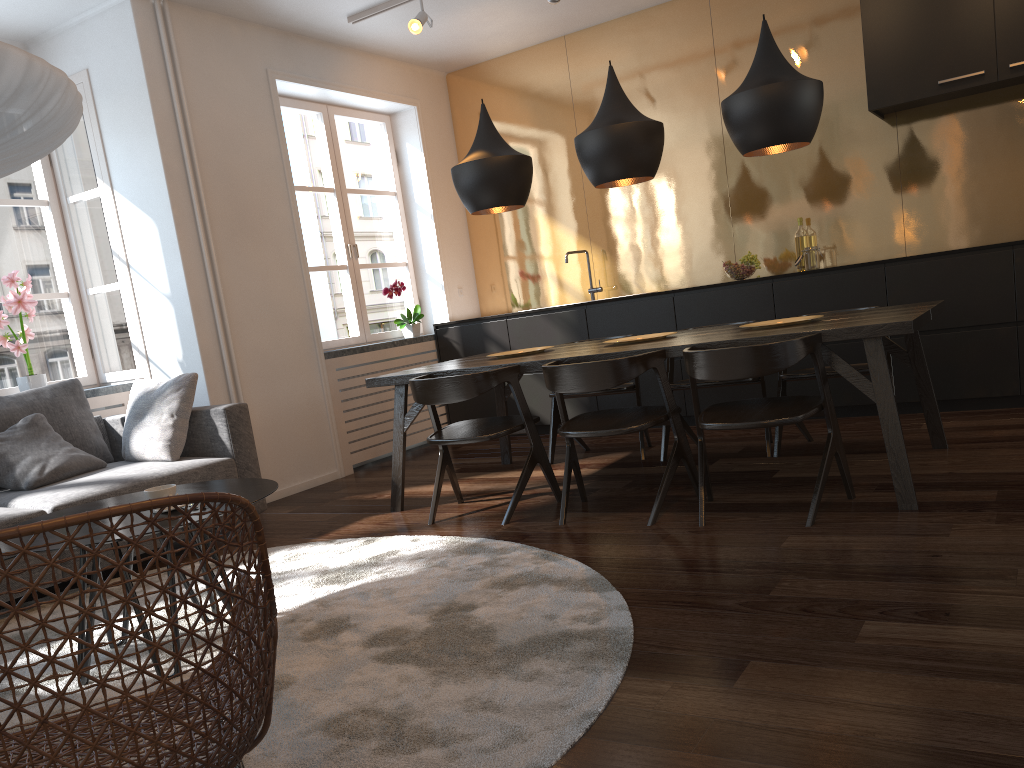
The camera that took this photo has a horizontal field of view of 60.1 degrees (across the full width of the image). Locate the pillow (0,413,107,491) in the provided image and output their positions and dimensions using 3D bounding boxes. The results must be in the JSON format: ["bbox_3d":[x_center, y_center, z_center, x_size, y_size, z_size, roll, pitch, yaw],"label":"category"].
[{"bbox_3d":[-2.244,0.312,4.097,0.445,0.324,0.486,-7,6,14],"label":"pillow"}]

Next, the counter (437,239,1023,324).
[{"bbox_3d":[1.737,-0.699,5.593,5.071,0.002,0.724,-5,6,32],"label":"counter"}]

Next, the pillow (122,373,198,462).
[{"bbox_3d":[-1.795,0.178,4.415,0.495,0.419,0.283,-4,8,31],"label":"pillow"}]

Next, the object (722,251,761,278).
[{"bbox_3d":[1.452,-0.747,5.599,0.240,0.175,0.176,-6,7,17],"label":"object"}]

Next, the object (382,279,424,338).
[{"bbox_3d":[-0.780,-0.556,6.491,0.230,0.441,0.401,-7,7,8],"label":"object"}]

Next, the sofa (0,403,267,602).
[{"bbox_3d":[-2.058,0.622,3.188,2.044,0.678,3.033,-5,6,32],"label":"sofa"}]

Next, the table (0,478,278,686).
[{"bbox_3d":[-1.114,0.621,2.748,0.849,0.477,0.837,-4,7,34],"label":"table"}]

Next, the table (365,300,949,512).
[{"bbox_3d":[0.655,0.134,4.234,2.506,0.686,1.094,-5,7,32],"label":"table"}]

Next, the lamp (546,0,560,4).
[{"bbox_3d":[0.242,-2.190,4.736,0.085,0.241,0.250,-11,7,-17],"label":"lamp"}]

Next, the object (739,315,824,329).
[{"bbox_3d":[1.177,-0.267,3.867,0.356,0.017,0.352,-5,6,35],"label":"object"}]

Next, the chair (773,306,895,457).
[{"bbox_3d":[1.618,-0.015,4.400,0.594,0.678,0.513,-4,9,31],"label":"chair"}]

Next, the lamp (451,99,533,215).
[{"bbox_3d":[-0.110,-1.143,4.418,0.408,0.547,0.409,-12,8,-24],"label":"lamp"}]

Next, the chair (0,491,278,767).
[{"bbox_3d":[-0.773,0.540,1.566,0.714,0.717,0.683,-11,8,-25],"label":"chair"}]

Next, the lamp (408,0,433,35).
[{"bbox_3d":[-0.529,-2.103,5.053,0.085,0.242,0.248,-5,7,19],"label":"lamp"}]

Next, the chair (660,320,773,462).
[{"bbox_3d":[1.102,0.033,4.722,0.594,0.678,0.513,-4,8,30],"label":"chair"}]

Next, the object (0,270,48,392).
[{"bbox_3d":[-2.674,-0.263,4.802,0.298,0.698,0.198,-7,9,11],"label":"object"}]

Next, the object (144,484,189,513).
[{"bbox_3d":[-1.026,0.342,2.622,0.139,0.070,0.090,-3,8,44],"label":"object"}]

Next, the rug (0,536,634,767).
[{"bbox_3d":[-1.066,0.861,2.625,2.842,0.012,2.807,-7,5,12],"label":"rug"}]

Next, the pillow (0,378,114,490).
[{"bbox_3d":[-2.395,0.255,4.316,0.275,0.481,0.827,-3,8,32],"label":"pillow"}]

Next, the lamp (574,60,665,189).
[{"bbox_3d":[0.482,-1.198,4.049,0.411,0.547,0.406,-7,7,8],"label":"lamp"}]

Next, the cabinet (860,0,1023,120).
[{"bbox_3d":[2.904,-2.187,4.639,1.960,1.061,0.525,-5,9,32],"label":"cabinet"}]

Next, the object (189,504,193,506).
[{"bbox_3d":[-0.967,0.357,2.706,0.026,0.010,0.123,-8,5,-2],"label":"object"}]

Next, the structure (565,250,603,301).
[{"bbox_3d":[0.527,-0.780,6.433,0.263,0.389,0.109,-15,11,-41],"label":"structure"}]

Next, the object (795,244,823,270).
[{"bbox_3d":[1.869,-0.795,5.572,0.177,0.153,0.087,-7,8,9],"label":"object"}]

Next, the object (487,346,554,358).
[{"bbox_3d":[0.044,-0.162,4.573,0.356,0.017,0.352,-5,6,35],"label":"object"}]

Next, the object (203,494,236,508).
[{"bbox_3d":[-0.882,0.346,2.663,0.015,0.015,0.166,-6,5,19],"label":"object"}]

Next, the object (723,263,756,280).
[{"bbox_3d":[1.455,-0.710,5.622,0.218,0.098,0.217,-9,6,-11],"label":"object"}]

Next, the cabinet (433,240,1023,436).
[{"bbox_3d":[1.801,-0.254,5.663,5.074,0.909,0.724,-5,8,32],"label":"cabinet"}]

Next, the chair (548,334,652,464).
[{"bbox_3d":[0.514,0.085,5.122,0.594,0.678,0.513,-4,8,28],"label":"chair"}]

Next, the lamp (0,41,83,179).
[{"bbox_3d":[-1.803,-0.565,2.101,1.463,0.212,1.463,-10,5,-21],"label":"lamp"}]

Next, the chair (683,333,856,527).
[{"bbox_3d":[0.948,0.168,3.393,0.594,0.678,0.513,-4,8,30],"label":"chair"}]

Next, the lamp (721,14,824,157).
[{"bbox_3d":[1.074,-1.253,3.679,0.410,0.547,0.408,-10,8,-10],"label":"lamp"}]

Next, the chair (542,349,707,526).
[{"bbox_3d":[0.429,0.216,3.717,0.594,0.678,0.513,-4,9,32],"label":"chair"}]

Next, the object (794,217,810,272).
[{"bbox_3d":[1.880,-0.905,5.727,0.092,0.343,0.091,-8,9,-1],"label":"object"}]

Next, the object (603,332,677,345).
[{"bbox_3d":[0.611,-0.214,4.220,0.356,0.017,0.352,-7,5,13],"label":"object"}]

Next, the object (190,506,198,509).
[{"bbox_3d":[-0.924,0.351,2.668,0.025,0.016,0.162,-8,5,7],"label":"object"}]

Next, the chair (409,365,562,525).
[{"bbox_3d":[-0.153,0.270,4.073,0.594,0.678,0.513,-4,8,30],"label":"chair"}]
